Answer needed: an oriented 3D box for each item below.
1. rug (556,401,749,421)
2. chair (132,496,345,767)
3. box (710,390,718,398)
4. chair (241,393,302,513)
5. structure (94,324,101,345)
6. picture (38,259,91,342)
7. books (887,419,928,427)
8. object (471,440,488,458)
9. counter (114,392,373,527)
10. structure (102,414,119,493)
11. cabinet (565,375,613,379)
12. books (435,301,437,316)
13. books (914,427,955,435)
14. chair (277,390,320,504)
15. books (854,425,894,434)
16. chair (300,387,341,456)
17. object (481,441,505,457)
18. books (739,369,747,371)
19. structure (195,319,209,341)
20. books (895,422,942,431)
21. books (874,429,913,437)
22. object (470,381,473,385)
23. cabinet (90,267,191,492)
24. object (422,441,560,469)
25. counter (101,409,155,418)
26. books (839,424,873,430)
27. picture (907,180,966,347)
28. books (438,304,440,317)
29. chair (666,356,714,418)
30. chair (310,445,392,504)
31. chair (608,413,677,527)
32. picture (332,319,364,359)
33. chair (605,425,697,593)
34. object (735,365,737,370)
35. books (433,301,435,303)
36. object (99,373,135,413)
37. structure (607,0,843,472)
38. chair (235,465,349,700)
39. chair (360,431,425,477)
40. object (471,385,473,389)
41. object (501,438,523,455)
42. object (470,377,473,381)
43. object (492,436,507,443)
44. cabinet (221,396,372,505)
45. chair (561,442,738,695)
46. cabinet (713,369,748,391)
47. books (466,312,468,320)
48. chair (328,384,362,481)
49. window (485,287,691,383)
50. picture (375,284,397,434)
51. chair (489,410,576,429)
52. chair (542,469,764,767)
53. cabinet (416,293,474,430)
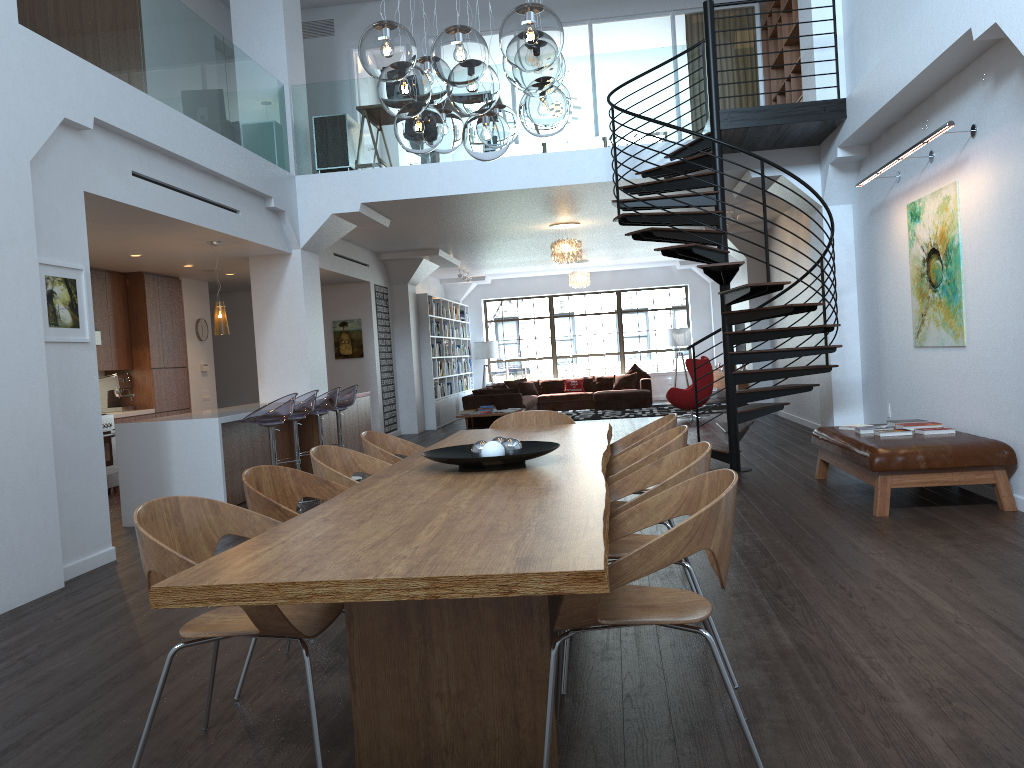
[{"bbox_3d":[2.376,0.521,16.900,4.200,0.007,3.100,-4,2,8],"label":"rug"},{"bbox_3d":[-0.807,0.758,2.735,0.618,0.833,0.629,-4,2,7],"label":"chair"},{"bbox_3d":[4.429,0.220,19.679,0.228,0.165,0.368,-4,2,7],"label":"box"},{"bbox_3d":[-2.038,0.594,7.567,0.481,1.014,0.530,-3,2,9],"label":"chair"},{"bbox_3d":[-4.780,-0.188,9.333,0.529,1.110,0.811,-4,2,7],"label":"structure"},{"bbox_3d":[-2.851,-0.518,5.639,0.018,0.500,0.500,-4,2,7],"label":"picture"},{"bbox_3d":[3.143,0.311,7.051,0.254,0.044,0.183,-4,2,1],"label":"books"},{"bbox_3d":[-0.125,0.290,3.783,0.100,0.100,0.100,-5,2,-38],"label":"object"},{"bbox_3d":[-1.837,0.651,7.871,3.039,0.860,8.182,-5,2,-23],"label":"counter"},{"bbox_3d":[-4.648,0.808,9.357,0.662,0.919,0.811,-4,2,7],"label":"structure"},{"bbox_3d":[1.754,0.156,19.988,1.520,0.625,0.350,-4,2,7],"label":"cabinet"},{"bbox_3d":[-1.501,-1.390,16.450,0.197,0.290,0.136,-4,2,7],"label":"books"},{"bbox_3d":[3.054,0.339,6.407,0.224,0.036,0.161,-4,2,1],"label":"books"},{"bbox_3d":[-1.995,0.572,8.198,0.481,1.014,0.530,-4,2,4],"label":"chair"},{"bbox_3d":[2.750,0.346,6.734,0.247,0.040,0.185,-3,2,10],"label":"books"},{"bbox_3d":[-1.908,0.546,8.829,0.481,1.014,0.530,-4,2,4],"label":"chair"},{"bbox_3d":[-0.079,0.287,3.692,0.100,0.100,0.100,-5,2,-38],"label":"object"},{"bbox_3d":[4.301,-0.238,16.430,0.250,0.053,0.400,-4,2,7],"label":"books"},{"bbox_3d":[-4.154,-0.726,11.884,0.040,0.300,0.300,-4,2,7],"label":"structure"},{"bbox_3d":[3.088,0.322,6.736,0.283,0.043,0.197,-4,2,6],"label":"books"},{"bbox_3d":[2.777,0.354,6.465,0.224,0.032,0.161,-4,2,7],"label":"books"},{"bbox_3d":[-1.056,-0.012,19.917,0.331,0.088,0.410,-4,2,7],"label":"object"},{"bbox_3d":[-4.781,-0.009,8.884,0.598,2.499,5.299,-4,2,7],"label":"cabinet"},{"bbox_3d":[-0.087,0.310,3.787,0.592,0.066,0.592,-5,2,-36],"label":"object"},{"bbox_3d":[-4.805,0.422,8.443,0.600,0.050,4.387,-4,2,7],"label":"counter"},{"bbox_3d":[2.736,0.343,7.057,0.161,0.031,0.223,-4,2,-16],"label":"books"},{"bbox_3d":[3.313,-0.893,6.958,0.010,1.200,1.095,-4,2,7],"label":"picture"},{"bbox_3d":[-1.456,-1.385,16.740,0.182,0.255,0.077,-4,2,7],"label":"books"},{"bbox_3d":[2.968,0.048,14.780,0.801,1.006,0.798,-3,2,32],"label":"chair"},{"bbox_3d":[-0.636,0.699,4.256,0.618,0.833,0.629,-4,2,7],"label":"chair"},{"bbox_3d":[0.642,0.594,4.887,0.617,0.830,0.629,-4,2,7],"label":"chair"},{"bbox_3d":[-2.551,-0.698,13.803,0.450,0.600,0.030,-4,2,7],"label":"picture"},{"bbox_3d":[0.550,0.625,4.126,0.618,0.833,0.629,-4,2,8],"label":"chair"},{"bbox_3d":[4.499,-0.331,17.953,0.089,0.110,0.089,-5,2,-38],"label":"object"},{"bbox_3d":[-1.504,-1.389,16.388,0.176,0.293,0.125,-4,2,7],"label":"books"},{"bbox_3d":[-4.639,0.103,10.474,0.439,0.455,0.284,-4,2,7],"label":"object"},{"bbox_3d":[1.956,-1.360,8.263,1.998,4.352,1.998,-5,2,-33],"label":"structure"},{"bbox_3d":[-0.722,0.728,3.497,0.618,0.833,0.629,-4,2,7],"label":"chair"},{"bbox_3d":[-0.532,0.668,5.029,0.618,0.833,0.629,-4,2,5],"label":"chair"},{"bbox_3d":[-1.050,0.076,19.920,0.331,0.088,0.410,-4,2,7],"label":"object"},{"bbox_3d":[-0.004,0.277,3.759,0.100,0.100,0.100,-5,2,-38],"label":"object"},{"bbox_3d":[-1.069,-0.099,19.915,0.316,0.088,0.410,-4,2,7],"label":"object"},{"bbox_3d":[-0.051,0.278,3.849,0.100,0.100,0.100,-5,2,-38],"label":"object"},{"bbox_3d":[-2.560,0.668,9.589,0.898,0.796,4.493,-4,2,7],"label":"cabinet"},{"bbox_3d":[0.484,0.653,3.365,0.618,0.833,0.629,-4,2,7],"label":"chair"},{"bbox_3d":[4.322,-0.068,17.279,0.459,0.350,4.501,-4,2,7],"label":"cabinet"},{"bbox_3d":[-1.079,-1.502,20.049,0.140,0.231,0.042,-4,2,7],"label":"books"},{"bbox_3d":[-1.837,0.522,9.455,0.481,1.014,0.530,-3,2,9],"label":"chair"},{"bbox_3d":[1.730,-1.125,20.489,4.648,1.905,0.114,-4,2,7],"label":"window"},{"bbox_3d":[-2.038,-0.404,14.411,0.021,2.380,0.800,-4,2,7],"label":"picture"},{"bbox_3d":[0.151,0.602,5.706,0.629,0.833,0.618,-4,2,2],"label":"chair"},{"bbox_3d":[0.384,0.684,2.592,0.618,0.833,0.629,-4,2,7],"label":"chair"},{"bbox_3d":[-1.390,-0.470,17.905,0.461,2.414,4.500,-4,2,7],"label":"cabinet"}]
